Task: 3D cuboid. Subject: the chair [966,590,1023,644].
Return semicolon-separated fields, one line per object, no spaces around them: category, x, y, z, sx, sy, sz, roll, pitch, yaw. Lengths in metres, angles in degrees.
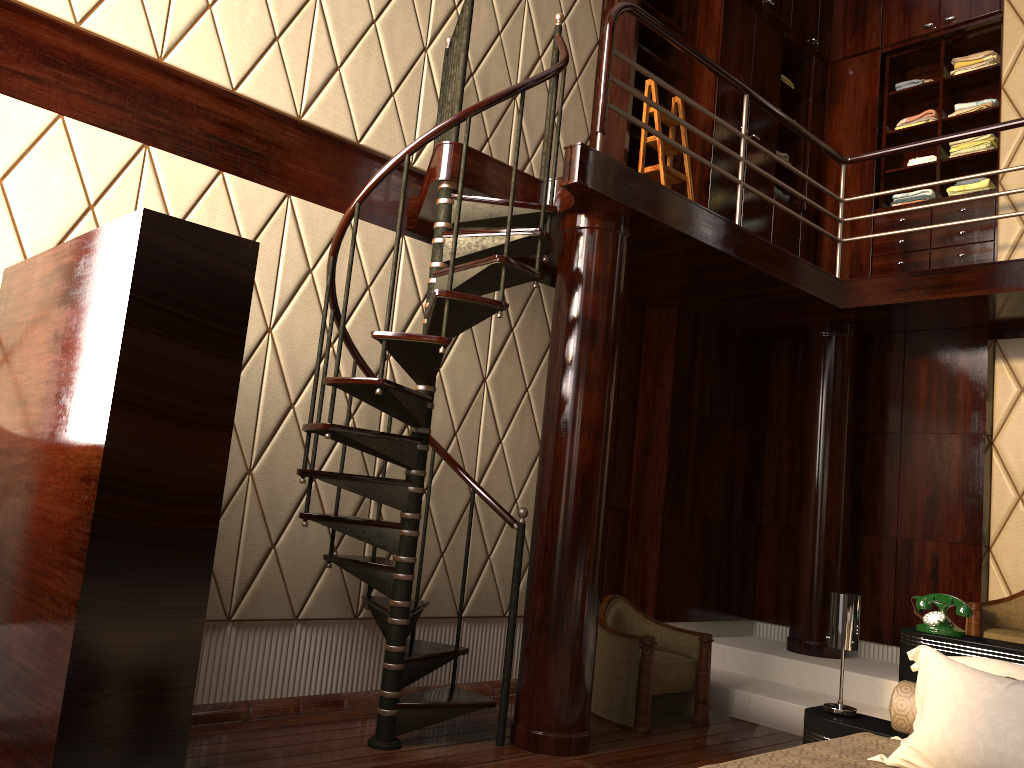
chair;2.585;1.258;4.362;0.462;0.550;0.571;13;-11;-43

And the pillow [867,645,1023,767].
pillow;1.487;0.864;2.101;0.685;0.320;1.322;13;-10;-41

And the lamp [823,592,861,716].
lamp;1.113;0.901;2.979;0.109;0.385;0.106;11;-10;-35

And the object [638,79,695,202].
object;0.879;-1.183;4.846;0.275;0.974;0.258;13;-11;-43

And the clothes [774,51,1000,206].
clothes;3.674;-1.627;4.710;4.996;0.954;0.818;-1;-10;39

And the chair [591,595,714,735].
chair;0.644;1.333;4.299;0.571;0.550;0.462;13;-11;-43

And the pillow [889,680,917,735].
pillow;1.698;0.995;2.310;0.173;0.167;1.396;13;-11;-42

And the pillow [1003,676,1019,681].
pillow;1.484;0.884;2.062;0.293;0.271;1.123;13;-11;-42

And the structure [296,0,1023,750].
structure;2.351;-0.045;2.786;3.750;3.189;6.107;13;-11;-43

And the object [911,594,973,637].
object;1.457;0.778;3.010;0.158;0.131;0.178;5;-8;9

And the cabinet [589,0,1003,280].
cabinet;3.451;-1.725;3.903;2.576;2.432;6.767;13;-11;-43

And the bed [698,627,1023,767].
bed;1.096;0.966;1.737;2.381;0.660;1.985;13;-11;-43
